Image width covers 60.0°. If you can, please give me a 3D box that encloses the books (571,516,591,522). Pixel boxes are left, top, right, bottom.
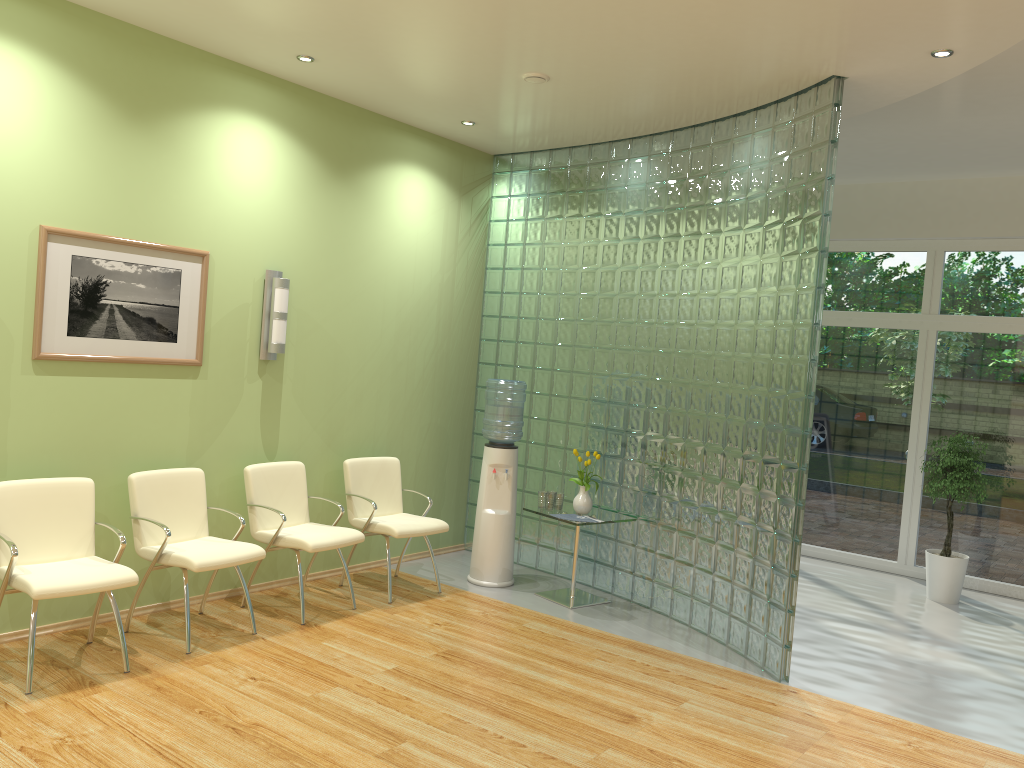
[{"bbox_3d":[0.507,0.925,6.086,0.150,0.004,0.210,4,2,-18],"label":"books"}]

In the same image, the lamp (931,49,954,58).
[{"bbox_3d":[2.114,-1.622,4.358,0.105,0.011,0.105,3,3,-37],"label":"lamp"}]

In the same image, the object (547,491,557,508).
[{"bbox_3d":[0.288,0.838,6.429,0.072,0.119,0.071,6,3,37],"label":"object"}]

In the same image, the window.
[{"bbox_3d":[5.131,0.380,6.790,9.401,3.000,0.092,6,3,37],"label":"window"}]

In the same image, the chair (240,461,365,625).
[{"bbox_3d":[13.620,2.075,6.519,30.806,0.986,0.748,4,2,-3],"label":"chair"}]

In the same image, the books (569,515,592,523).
[{"bbox_3d":[0.471,0.922,6.081,0.150,0.004,0.210,5,2,2],"label":"books"}]

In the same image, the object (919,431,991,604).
[{"bbox_3d":[3.528,1.054,7.156,0.503,1.376,0.590,5,2,17],"label":"object"}]

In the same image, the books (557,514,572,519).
[{"bbox_3d":[0.419,0.918,6.097,0.150,0.004,0.210,6,2,32],"label":"books"}]

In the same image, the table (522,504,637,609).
[{"bbox_3d":[0.454,1.223,6.317,0.581,0.614,0.581,3,3,-39],"label":"table"}]

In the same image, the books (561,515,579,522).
[{"bbox_3d":[0.435,0.919,6.088,0.150,0.004,0.210,5,2,22],"label":"books"}]

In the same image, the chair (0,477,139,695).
[{"bbox_3d":[-2.218,0.948,4.363,0.650,0.881,0.536,6,3,42],"label":"chair"}]

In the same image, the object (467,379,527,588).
[{"bbox_3d":[-0.099,0.722,6.580,0.353,1.506,0.353,7,3,44],"label":"object"}]

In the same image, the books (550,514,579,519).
[{"bbox_3d":[0.382,0.914,6.136,0.210,0.004,0.150,3,2,-28],"label":"books"}]

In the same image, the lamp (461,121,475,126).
[{"bbox_3d":[-0.319,-1.892,6.439,0.105,0.011,0.105,5,2,18],"label":"lamp"}]

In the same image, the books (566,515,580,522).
[{"bbox_3d":[0.452,0.921,6.083,0.150,0.004,0.210,5,2,12],"label":"books"}]

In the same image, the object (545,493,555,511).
[{"bbox_3d":[0.269,0.840,6.315,0.072,0.119,0.071,6,3,37],"label":"object"}]

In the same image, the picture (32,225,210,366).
[{"bbox_3d":[-2.160,-0.465,4.989,0.025,0.700,1.000,6,3,37],"label":"picture"}]

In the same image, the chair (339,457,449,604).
[{"bbox_3d":[-0.833,0.991,6.199,0.650,0.881,0.536,6,3,42],"label":"chair"}]

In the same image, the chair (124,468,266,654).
[{"bbox_3d":[13.378,2.068,6.190,31.281,0.986,0.752,4,2,-5],"label":"chair"}]

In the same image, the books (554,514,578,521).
[{"bbox_3d":[0.404,0.916,6.108,0.150,0.004,0.210,6,3,42],"label":"books"}]

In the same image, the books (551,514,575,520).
[{"bbox_3d":[0.392,0.915,6.121,0.210,0.004,0.150,3,3,-38],"label":"books"}]

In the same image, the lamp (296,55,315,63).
[{"bbox_3d":[-1.221,-1.920,5.241,0.105,0.011,0.105,5,2,18],"label":"lamp"}]

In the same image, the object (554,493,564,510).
[{"bbox_3d":[0.336,0.844,6.365,0.072,0.119,0.071,6,3,37],"label":"object"}]

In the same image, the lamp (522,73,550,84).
[{"bbox_3d":[0.140,-1.806,5.263,0.167,0.024,0.167,5,2,20],"label":"lamp"}]

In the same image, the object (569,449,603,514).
[{"bbox_3d":[0.519,0.690,6.290,0.219,0.459,0.201,4,2,-23],"label":"object"}]

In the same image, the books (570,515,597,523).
[{"bbox_3d":[0.489,0.924,6.082,0.150,0.004,0.210,4,2,-8],"label":"books"}]

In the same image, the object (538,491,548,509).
[{"bbox_3d":[0.218,0.834,6.382,0.072,0.119,0.071,6,3,37],"label":"object"}]

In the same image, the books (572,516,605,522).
[{"bbox_3d":[0.523,0.926,6.093,0.150,0.004,0.210,3,2,-28],"label":"books"}]

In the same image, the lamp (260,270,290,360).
[{"bbox_3d":[-1.526,-0.442,5.735,0.142,0.580,0.134,6,3,37],"label":"lamp"}]
